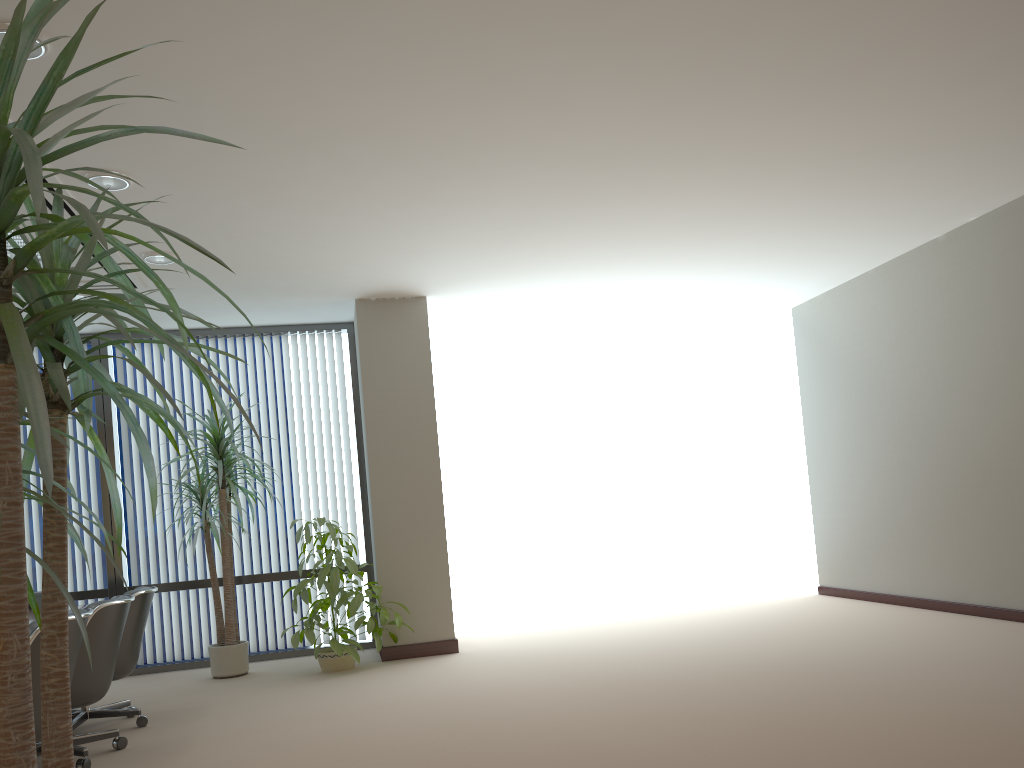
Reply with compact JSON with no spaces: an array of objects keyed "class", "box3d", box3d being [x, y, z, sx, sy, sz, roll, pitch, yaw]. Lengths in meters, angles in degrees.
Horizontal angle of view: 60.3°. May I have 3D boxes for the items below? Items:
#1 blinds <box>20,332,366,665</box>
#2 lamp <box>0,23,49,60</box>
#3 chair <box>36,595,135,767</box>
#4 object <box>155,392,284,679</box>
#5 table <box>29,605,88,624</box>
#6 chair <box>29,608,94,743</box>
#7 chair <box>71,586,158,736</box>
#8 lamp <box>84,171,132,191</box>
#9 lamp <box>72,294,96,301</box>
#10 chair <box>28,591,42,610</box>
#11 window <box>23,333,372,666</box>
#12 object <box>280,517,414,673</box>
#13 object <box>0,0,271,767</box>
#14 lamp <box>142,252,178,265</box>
[{"class":"blinds","box3d":[-3.897,1.085,7.806,4.921,2.894,0.051,-4,-3,-11]},{"class":"lamp","box3d":[-1.847,-1.266,3.277,0.224,0.035,0.227,-2,-9,-22]},{"class":"chair","box3d":[-3.286,1.664,4.597,2.523,0.854,0.766,-3,-5,-11]},{"class":"object","box3d":[-2.374,1.254,7.277,1.015,2.300,1.040,-3,-4,-36]},{"class":"table","box3d":[-3.194,1.653,4.209,1.504,0.744,4.113,-4,-8,-11]},{"class":"chair","box3d":[-2.306,1.480,3.927,0.851,0.854,0.766,-4,-5,-11]},{"class":"chair","box3d":[-2.663,1.751,5.560,0.851,0.854,0.742,-3,-5,-16]},{"class":"lamp","box3d":[-2.101,-1.051,4.587,0.225,0.035,0.226,-7,-8,13]},{"class":"lamp","box3d":[-3.257,-0.648,6.642,0.224,0.035,0.227,-2,-9,-22]},{"class":"chair","box3d":[-3.547,1.919,6.175,0.757,0.853,0.861,-4,-5,-11]},{"class":"window","box3d":[-4.960,0.963,6.294,3.555,2.892,7.388,-9,-8,34]},{"class":"object","box3d":[-1.382,1.722,7.136,0.978,1.305,0.863,-1,-6,-41]},{"class":"object","box3d":[-0.764,0.286,1.364,0.804,1.822,0.824,-3,-4,-36]},{"class":"lamp","box3d":[-2.354,-0.836,5.898,0.225,0.035,0.226,-7,-8,13]}]
